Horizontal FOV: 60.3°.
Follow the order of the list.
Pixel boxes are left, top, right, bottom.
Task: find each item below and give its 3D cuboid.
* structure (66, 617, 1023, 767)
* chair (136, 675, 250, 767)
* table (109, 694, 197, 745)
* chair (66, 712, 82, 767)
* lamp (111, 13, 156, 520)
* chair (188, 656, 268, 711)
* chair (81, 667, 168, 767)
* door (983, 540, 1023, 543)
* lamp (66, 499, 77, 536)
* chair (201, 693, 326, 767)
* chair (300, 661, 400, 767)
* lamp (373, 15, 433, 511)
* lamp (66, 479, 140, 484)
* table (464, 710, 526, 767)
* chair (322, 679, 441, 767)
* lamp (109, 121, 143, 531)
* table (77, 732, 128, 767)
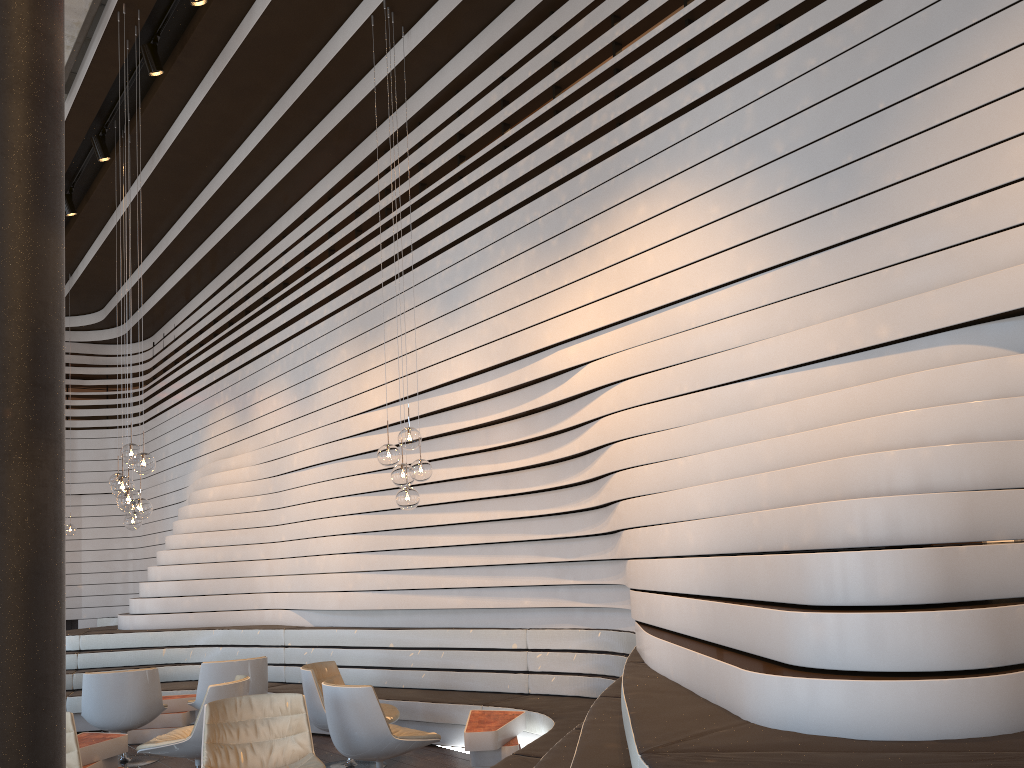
[{"bbox_3d":[-3.007,2.896,8.617,5.761,0.916,18.514,7,-15,-40],"label":"structure"},{"bbox_3d":[-2.137,2.397,5.974,0.711,0.757,0.665,-3,-8,3],"label":"chair"},{"bbox_3d":[-3.306,3.083,8.092,0.904,0.366,0.420,-2,-9,-4],"label":"table"},{"bbox_3d":[-2.496,2.115,4.499,0.654,0.757,0.722,3,-10,-36],"label":"chair"},{"bbox_3d":[-3.033,-1.287,6.976,0.308,4.687,0.672,0,-6,-29],"label":"lamp"},{"bbox_3d":[-2.439,2.748,7.629,0.654,0.757,0.723,2,-10,-30],"label":"chair"},{"bbox_3d":[-3.164,2.694,7.190,0.654,0.757,0.723,0,-9,-17],"label":"chair"},{"bbox_3d":[3.248,1.390,5.615,0.967,2.081,0.165,2,-7,-37],"label":"door"},{"bbox_3d":[-6.543,0.055,12.686,0.543,4.621,0.297,-2,-6,-12],"label":"lamp"},{"bbox_3d":[-1.362,2.118,4.792,0.654,0.757,0.723,0,-9,-21],"label":"chair"},{"bbox_3d":[-1.209,2.479,6.604,0.712,0.757,0.664,-4,-8,7],"label":"chair"},{"bbox_3d":[-0.893,-1.407,6.493,0.335,4.660,0.535,-4,-6,14],"label":"lamp"},{"bbox_3d":[1.958,-2.599,0.820,9.009,4.559,42.644,5,-14,-36],"label":"lamp"},{"bbox_3d":[-0.099,2.534,6.169,0.413,0.365,0.919,-3,-11,0],"label":"table"},{"bbox_3d":[-0.844,2.266,5.645,0.708,0.757,0.667,4,-10,-37],"label":"chair"},{"bbox_3d":[-3.838,-0.881,8.734,0.292,4.621,0.552,2,-7,-42],"label":"lamp"},{"bbox_3d":[-2.943,2.646,6.028,0.413,0.365,0.919,-3,-11,0],"label":"table"}]
